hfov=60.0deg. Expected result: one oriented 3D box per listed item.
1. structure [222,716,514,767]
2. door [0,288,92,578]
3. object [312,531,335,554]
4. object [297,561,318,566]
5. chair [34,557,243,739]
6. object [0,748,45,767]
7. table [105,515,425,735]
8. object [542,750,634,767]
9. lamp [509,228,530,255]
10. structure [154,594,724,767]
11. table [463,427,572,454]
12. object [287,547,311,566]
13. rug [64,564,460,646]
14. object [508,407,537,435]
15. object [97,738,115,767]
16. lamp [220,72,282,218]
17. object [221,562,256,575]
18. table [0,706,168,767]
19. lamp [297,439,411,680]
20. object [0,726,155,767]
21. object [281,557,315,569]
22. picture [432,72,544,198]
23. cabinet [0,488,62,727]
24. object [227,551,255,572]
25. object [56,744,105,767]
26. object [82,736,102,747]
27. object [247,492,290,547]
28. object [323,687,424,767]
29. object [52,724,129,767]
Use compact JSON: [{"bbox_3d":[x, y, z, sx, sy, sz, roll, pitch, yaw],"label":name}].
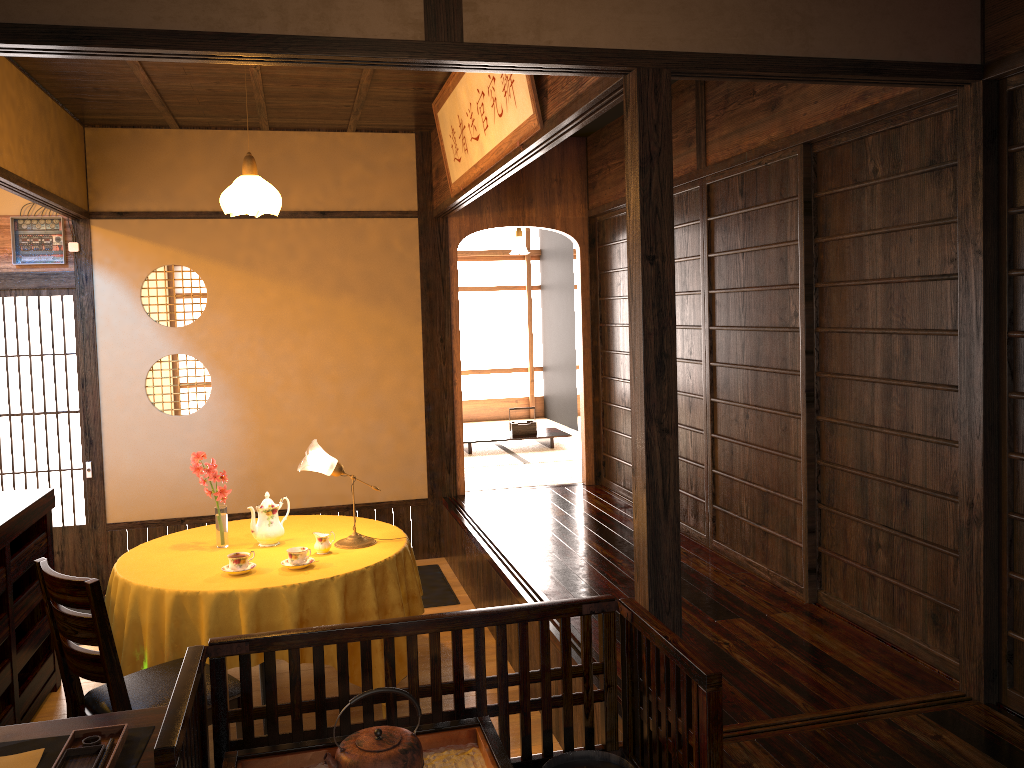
[{"bbox_3d":[-0.315,1.021,1.973,0.666,0.299,0.453,-3,4,-13],"label":"structure"},{"bbox_3d":[-4.104,0.430,5.555,2.649,1.997,0.066,-3,3,-14],"label":"door"},{"bbox_3d":[-0.856,0.716,4.020,0.083,0.098,0.078,-5,5,-44],"label":"object"},{"bbox_3d":[-0.882,0.766,3.765,0.126,0.019,0.029,-3,4,-10],"label":"object"},{"bbox_3d":[-1.296,1.068,3.127,0.491,0.959,0.578,1,5,41],"label":"chair"},{"bbox_3d":[-1.254,0.849,1.867,0.430,0.038,0.276,-3,5,-13],"label":"object"},{"bbox_3d":[-1.137,1.109,4.169,1.444,0.694,1.445,-3,4,-13],"label":"table"},{"bbox_3d":[0.189,1.026,2.171,0.267,0.147,0.267,2,6,43],"label":"object"},{"bbox_3d":[0.063,-1.662,8.632,0.196,0.797,0.225,-2,3,-6],"label":"lamp"},{"bbox_3d":[-0.173,0.902,2.151,1.197,0.499,0.598,-3,4,-13],"label":"structure"},{"bbox_3d":[-0.075,0.556,8.688,1.200,0.118,0.601,-3,5,-13],"label":"table"},{"bbox_3d":[-0.917,0.741,3.797,0.090,0.076,0.099,-4,5,-29],"label":"object"},{"bbox_3d":[-1.849,1.372,5.459,2.955,0.005,0.903,-3,5,-13],"label":"rug"},{"bbox_3d":[0.103,0.359,8.723,0.260,0.258,0.150,-3,4,-13],"label":"object"},{"bbox_3d":[-0.911,0.837,1.978,0.012,0.012,0.180,-3,5,-13],"label":"object"},{"bbox_3d":[-1.212,-1.179,4.068,0.249,0.809,0.277,-1,3,8],"label":"lamp"},{"bbox_3d":[-1.153,0.785,3.746,0.144,0.024,0.144,2,6,36],"label":"object"},{"bbox_3d":[-1.192,1.035,1.904,0.880,0.336,0.601,-3,4,-13],"label":"table"},{"bbox_3d":[-0.728,0.842,4.171,0.512,1.201,0.198,-2,3,-13],"label":"lamp"},{"bbox_3d":[-1.206,0.866,1.893,0.761,0.003,0.406,-3,5,-10],"label":"object"},{"bbox_3d":[-0.918,0.773,3.803,0.144,0.024,0.144,2,6,36],"label":"object"},{"bbox_3d":[-0.181,-1.346,4.412,0.117,0.564,2.047,-2,5,-13],"label":"picture"},{"bbox_3d":[-2.193,1.080,3.223,0.489,0.969,2.189,-3,4,-13],"label":"cabinet"},{"bbox_3d":[-1.150,0.752,3.744,0.099,0.076,0.090,-1,4,11],"label":"object"},{"bbox_3d":[-0.945,0.840,1.915,0.082,0.019,0.201,-3,5,-13],"label":"object"},{"bbox_3d":[-0.967,0.829,2.041,0.040,0.021,0.040,2,6,39],"label":"object"},{"bbox_3d":[-1.148,0.633,4.195,0.163,0.252,0.154,-2,3,0],"label":"object"},{"bbox_3d":[-0.297,0.782,1.967,0.198,0.216,0.198,0,4,25],"label":"object"},{"bbox_3d":[-0.941,0.837,1.958,0.121,0.028,0.296,-3,5,-13],"label":"object"}]
